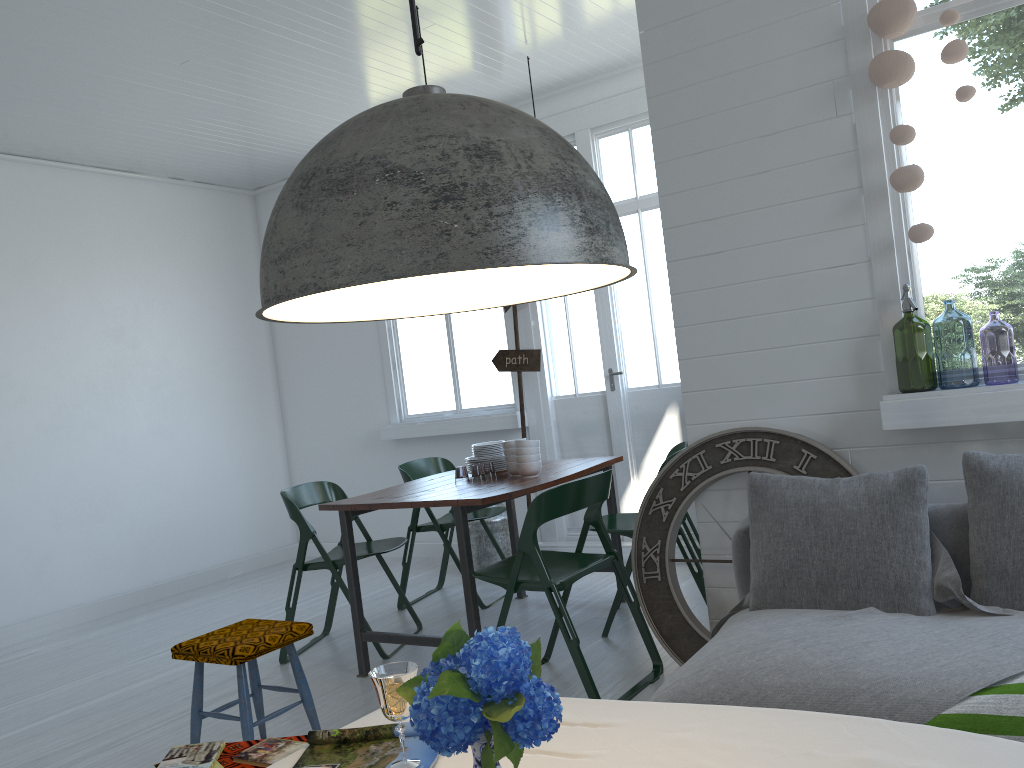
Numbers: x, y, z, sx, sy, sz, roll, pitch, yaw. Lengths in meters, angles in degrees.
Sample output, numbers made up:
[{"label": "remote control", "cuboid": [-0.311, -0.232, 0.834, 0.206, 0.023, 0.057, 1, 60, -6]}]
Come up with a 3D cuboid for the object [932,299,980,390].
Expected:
[{"label": "object", "cuboid": [1.663, -0.150, 3.332, 0.137, 0.335, 0.137, -6, 1, 40]}]

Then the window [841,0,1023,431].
[{"label": "window", "cuboid": [1.958, -1.094, 3.077, 1.483, 2.399, 0.253, -7, 1, 33]}]

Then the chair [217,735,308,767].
[{"label": "chair", "cuboid": [-0.657, 1.253, 2.254, 0.419, 0.563, 0.419, -7, 1, 3]}]

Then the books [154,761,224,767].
[{"label": "books", "cuboid": [-0.804, 0.969, 2.211, 0.128, 0.030, 0.182, -7, 0, -35]}]

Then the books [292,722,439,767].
[{"label": "books", "cuboid": [-0.299, 0.746, 1.788, 0.300, 0.043, 0.229, -7, 0, 7]}]

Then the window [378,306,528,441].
[{"label": "window", "cuboid": [-0.638, -0.767, 7.622, 1.483, 2.399, 0.253, -7, 1, 33]}]

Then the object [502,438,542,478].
[{"label": "object", "cuboid": [0.059, 0.415, 5.007, 0.149, 0.216, 0.309, -7, 0, -24]}]

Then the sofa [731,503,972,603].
[{"label": "sofa", "cuboid": [1.449, 0.874, 1.275, 3.397, 0.899, 3.403, -7, 0, 33]}]

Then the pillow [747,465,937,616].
[{"label": "pillow", "cuboid": [1.140, 0.570, 3.130, 0.639, 0.522, 0.278, -7, 1, 33]}]

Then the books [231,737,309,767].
[{"label": "books", "cuboid": [-0.609, 0.955, 2.294, 0.189, 0.012, 0.133, -7, 0, 31]}]

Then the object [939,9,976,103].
[{"label": "object", "cuboid": [1.599, -1.567, 3.219, 0.152, 1.089, 0.150, -7, 1, -21]}]

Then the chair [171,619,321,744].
[{"label": "chair", "cuboid": [-1.081, 1.308, 3.672, 0.419, 0.563, 0.419, -7, 1, 33]}]

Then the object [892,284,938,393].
[{"label": "object", "cuboid": [1.533, -0.177, 3.393, 0.136, 0.415, 0.136, -6, 1, 30]}]

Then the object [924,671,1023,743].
[{"label": "object", "cuboid": [1.834, 0.901, 2.142, 3.167, 0.473, 1.042, -7, 0, 34]}]

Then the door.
[{"label": "door", "cuboid": [0.707, -0.381, 6.773, 1.611, 3.481, 0.253, -6, 1, 33]}]

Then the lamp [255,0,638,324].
[{"label": "lamp", "cuboid": [-0.225, -1.153, 1.402, 0.601, 2.045, 0.600, -7, 1, 4]}]

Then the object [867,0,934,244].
[{"label": "object", "cuboid": [1.452, -1.226, 3.348, 0.193, 1.405, 0.197, -7, 1, -6]}]

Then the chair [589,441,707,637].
[{"label": "chair", "cuboid": [0.821, 0.864, 5.077, 0.730, 1.007, 0.651, -7, 1, 13]}]

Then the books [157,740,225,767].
[{"label": "books", "cuboid": [-0.805, 0.942, 2.215, 0.133, 0.022, 0.189, -7, 0, -6]}]

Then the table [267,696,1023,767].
[{"label": "table", "cuboid": [0.104, 1.075, 1.419, 1.672, 0.725, 1.326, -7, 0, 35]}]

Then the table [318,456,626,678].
[{"label": "table", "cuboid": [-0.103, 1.000, 5.159, 1.172, 0.930, 1.693, -7, 0, 31]}]

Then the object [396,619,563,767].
[{"label": "object", "cuboid": [-0.035, 0.550, 1.393, 0.236, 0.377, 0.265, -7, 1, 35]}]

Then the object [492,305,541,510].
[{"label": "object", "cuboid": [0.059, -0.283, 7.056, 0.361, 3.422, 0.413, -7, 1, -24]}]

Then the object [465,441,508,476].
[{"label": "object", "cuboid": [-0.132, 0.449, 5.304, 0.300, 0.195, 0.306, -7, 0, -20]}]

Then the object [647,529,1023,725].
[{"label": "object", "cuboid": [0.978, 0.941, 2.829, 1.683, 0.925, 1.213, -7, 0, -16]}]

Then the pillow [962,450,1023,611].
[{"label": "pillow", "cuboid": [1.788, 0.461, 2.806, 0.642, 0.521, 0.280, -7, 1, 34]}]

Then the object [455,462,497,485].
[{"label": "object", "cuboid": [-0.203, 0.505, 5.040, 0.172, 0.098, 0.241, -7, 0, 37]}]

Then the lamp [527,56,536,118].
[{"label": "lamp", "cuboid": [0.199, -1.471, 6.000, 0.650, 1.499, 0.650, -7, 1, -12]}]

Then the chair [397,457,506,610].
[{"label": "chair", "cuboid": [-0.415, 1.017, 6.213, 0.731, 1.007, 0.650, -7, 1, 23]}]

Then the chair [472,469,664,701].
[{"label": "chair", "cuboid": [0.217, 0.936, 4.154, 0.731, 1.007, 0.650, -7, 1, 33]}]

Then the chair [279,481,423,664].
[{"label": "chair", "cuboid": [-1.001, 1.088, 5.317, 0.730, 1.007, 0.651, -7, 1, 13]}]

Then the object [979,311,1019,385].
[{"label": "object", "cuboid": [1.780, -0.132, 3.249, 0.110, 0.270, 0.111, -8, 1, -39]}]

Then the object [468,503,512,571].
[{"label": "object", "cuboid": [-0.183, 1.121, 6.984, 0.451, 0.725, 0.450, -7, 1, 13]}]

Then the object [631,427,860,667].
[{"label": "object", "cuboid": [1.006, 0.756, 3.691, 1.112, 1.138, 0.584, -7, 1, 19]}]

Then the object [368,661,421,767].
[{"label": "object", "cuboid": [-0.219, 0.649, 1.726, 0.098, 0.192, 0.098, -8, 1, -36]}]

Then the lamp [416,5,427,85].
[{"label": "lamp", "cuboid": [-0.446, -1.394, 5.017, 0.650, 1.499, 0.649, -7, 1, 30]}]
